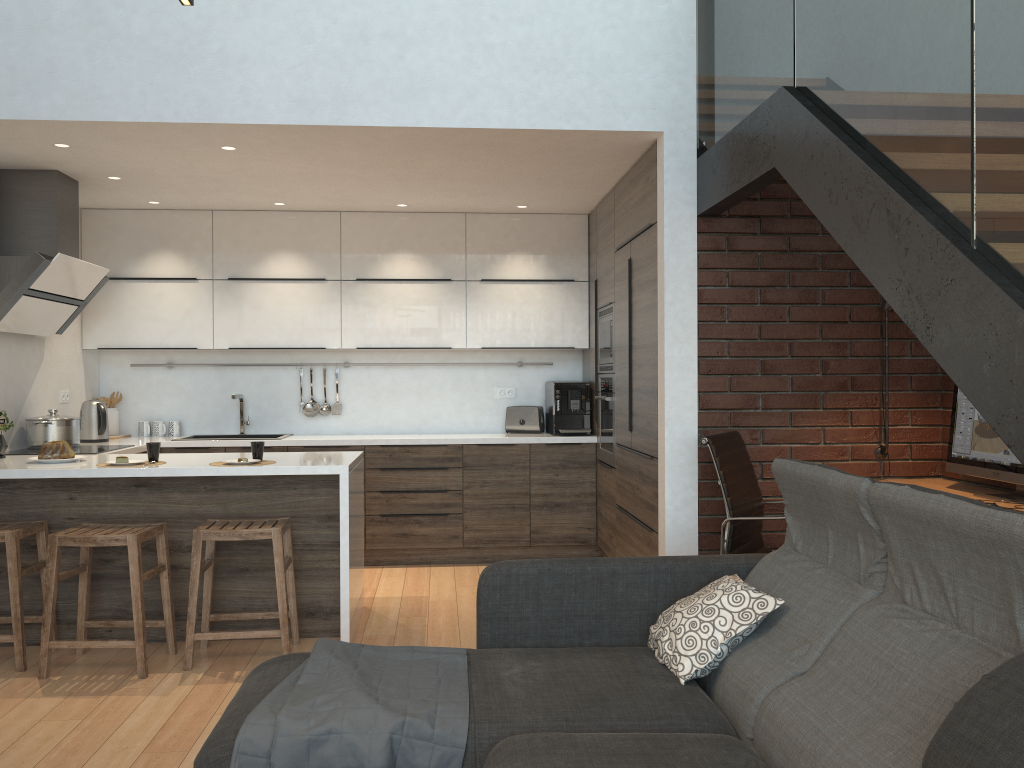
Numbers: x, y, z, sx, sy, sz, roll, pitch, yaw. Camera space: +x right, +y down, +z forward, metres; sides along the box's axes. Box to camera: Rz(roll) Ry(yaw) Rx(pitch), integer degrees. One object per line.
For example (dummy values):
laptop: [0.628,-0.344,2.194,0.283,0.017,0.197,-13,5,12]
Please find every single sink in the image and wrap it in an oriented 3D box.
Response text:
sink: [-1.892,0.333,6.060,0.706,0.518,0.512,0,0,-5]

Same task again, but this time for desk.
desk: [1.858,0.839,3.173,0.610,0.750,2.182,0,0,-5]

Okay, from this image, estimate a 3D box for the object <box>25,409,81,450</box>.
object: [-2.656,0.257,5.134,0.288,0.223,0.315,0,0,36]

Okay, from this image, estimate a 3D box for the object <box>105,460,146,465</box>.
object: [-1.797,0.367,4.128,0.176,0.014,0.176,0,0,-15]

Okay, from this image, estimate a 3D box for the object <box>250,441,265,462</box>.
object: [-1.219,0.324,4.249,0.066,0.093,0.066,0,0,-32]

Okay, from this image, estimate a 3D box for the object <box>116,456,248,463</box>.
object: [-1.533,0.352,4.122,0.597,0.039,0.064,0,0,-8]

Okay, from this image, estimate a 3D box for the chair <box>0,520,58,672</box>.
chair: [-2.323,0.930,3.938,0.450,0.600,0.350,0,0,-5]

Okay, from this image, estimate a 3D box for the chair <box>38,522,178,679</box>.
chair: [-1.749,0.928,3.862,0.450,0.600,0.350,0,0,0]

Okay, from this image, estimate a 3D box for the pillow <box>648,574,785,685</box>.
pillow: [0.638,0.676,1.503,0.386,0.364,2.734,0,0,-1]

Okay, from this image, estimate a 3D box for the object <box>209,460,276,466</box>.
object: [-1.268,0.373,4.179,0.304,0.002,0.304,0,0,27]

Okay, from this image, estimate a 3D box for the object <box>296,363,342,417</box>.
object: [-1.384,0.043,6.368,0.320,0.389,0.069,0,0,-3]

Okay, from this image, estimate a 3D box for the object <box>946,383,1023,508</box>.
object: [1.882,0.195,3.550,0.431,0.535,0.716,0,0,-5]

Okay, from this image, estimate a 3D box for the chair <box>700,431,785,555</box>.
chair: [1.195,0.716,3.865,0.700,0.991,0.651,0,0,30]

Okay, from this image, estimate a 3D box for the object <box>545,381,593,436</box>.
object: [0.402,0.165,6.271,0.274,0.378,0.532,0,0,-5]

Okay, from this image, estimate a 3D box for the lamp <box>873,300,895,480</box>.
lamp: [1.868,0.208,3.796,0.462,2.003,1.054,0,0,-21]

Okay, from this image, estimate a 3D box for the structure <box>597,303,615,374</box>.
structure: [0.823,-0.279,5.663,0.459,0.430,0.595,0,0,-5]

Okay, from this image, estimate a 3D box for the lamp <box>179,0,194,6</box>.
lamp: [-0.662,-2.574,1.455,1.200,3.645,0.831,0,0,5]

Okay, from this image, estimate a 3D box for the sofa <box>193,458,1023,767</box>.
sofa: [0.047,0.738,1.348,2.108,0.995,3.169,0,0,-4]

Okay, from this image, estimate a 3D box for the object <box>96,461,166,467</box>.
object: [-1.787,0.375,4.167,0.305,0.002,0.305,-1,0,-36]

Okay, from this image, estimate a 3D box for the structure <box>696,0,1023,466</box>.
structure: [1.628,-0.281,2.873,1.289,3.460,5.660,0,0,-5]

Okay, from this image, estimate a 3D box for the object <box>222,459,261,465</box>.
object: [-1.262,0.365,4.136,0.176,0.014,0.176,0,0,0]

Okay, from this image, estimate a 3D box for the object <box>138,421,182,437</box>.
object: [-2.483,0.315,6.248,0.297,0.105,0.112,0,0,-3]

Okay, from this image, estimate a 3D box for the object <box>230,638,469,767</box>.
object: [-0.371,0.937,2.334,0.548,0.369,0.685,0,0,3]

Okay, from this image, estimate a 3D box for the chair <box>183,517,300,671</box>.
chair: [-1.203,0.925,3.986,0.450,0.600,0.350,0,0,-7]

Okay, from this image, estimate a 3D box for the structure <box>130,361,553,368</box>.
structure: [-1.196,-0.139,6.391,3.000,0.045,0.050,0,0,-5]

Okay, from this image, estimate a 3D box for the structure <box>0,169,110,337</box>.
structure: [-2.610,-0.781,5.001,0.407,0.998,0.898,0,0,-5]

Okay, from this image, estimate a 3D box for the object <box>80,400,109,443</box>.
object: [-2.683,0.237,5.684,0.179,0.270,0.220,0,0,-17]

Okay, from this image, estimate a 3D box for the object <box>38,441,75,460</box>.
object: [-2.220,0.327,4.317,0.155,0.101,0.161,0,0,-9]

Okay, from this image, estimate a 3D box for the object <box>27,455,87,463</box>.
object: [-2.208,0.366,4.307,0.261,0.021,0.261,0,0,-10]

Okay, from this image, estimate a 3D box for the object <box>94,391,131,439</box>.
object: [-2.788,0.212,6.101,0.221,0.316,0.330,0,0,-5]

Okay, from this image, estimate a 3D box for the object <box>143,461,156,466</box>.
object: [-1.686,0.369,4.121,0.025,0.011,0.126,0,0,-1]

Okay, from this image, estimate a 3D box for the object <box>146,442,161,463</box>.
object: [-1.714,0.327,4.239,0.066,0.093,0.066,0,0,31]

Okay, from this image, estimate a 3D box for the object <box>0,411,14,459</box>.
object: [-2.653,0.223,4.505,0.179,0.311,0.172,0,0,6]

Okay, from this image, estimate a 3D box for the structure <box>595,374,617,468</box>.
structure: [0.808,0.222,5.664,0.495,0.570,0.595,0,0,-5]

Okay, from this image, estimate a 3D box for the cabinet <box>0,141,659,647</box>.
cabinet: [-1.077,0.016,5.227,3.495,2.401,2.401,0,0,-5]

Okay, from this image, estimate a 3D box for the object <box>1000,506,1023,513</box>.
object: [1.757,0.464,3.222,0.200,0.002,0.250,0,0,-5]

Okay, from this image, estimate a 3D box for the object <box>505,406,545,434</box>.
object: [0.093,0.256,6.397,0.260,0.195,0.177,0,0,16]

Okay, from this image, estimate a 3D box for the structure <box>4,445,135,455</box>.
structure: [-2.517,0.372,5.010,0.550,0.006,0.609,0,0,-5]
